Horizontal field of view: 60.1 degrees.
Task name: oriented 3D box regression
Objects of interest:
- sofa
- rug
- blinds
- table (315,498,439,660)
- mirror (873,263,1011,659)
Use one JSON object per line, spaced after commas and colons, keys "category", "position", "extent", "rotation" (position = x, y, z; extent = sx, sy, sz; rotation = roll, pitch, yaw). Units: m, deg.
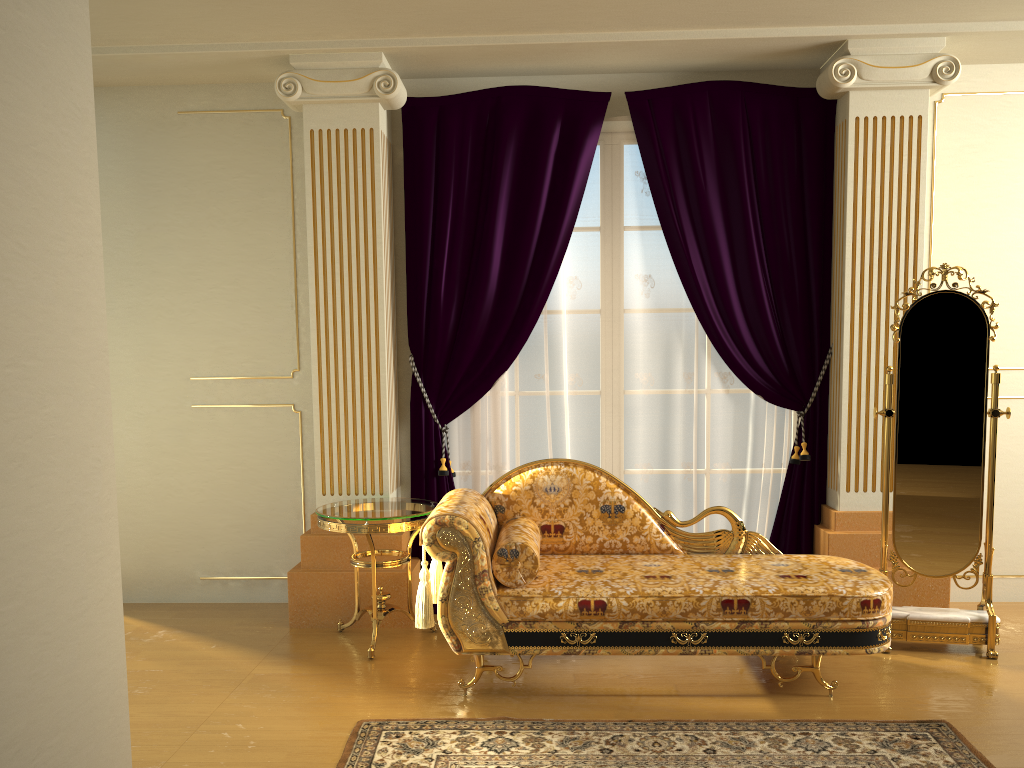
{"category": "sofa", "position": [0.579, 0.770, 3.660], "extent": [1.893, 0.876, 0.690], "rotation": [-1, 4, 2]}
{"category": "rug", "position": [0.435, 1.254, 1.676], "extent": [2.117, 0.017, 3.064], "rotation": [-1, 2, 2]}
{"category": "blinds", "position": [0.537, -0.144, 4.535], "extent": [2.235, 2.669, 0.337], "rotation": [0, 6, 3]}
{"category": "table", "position": [-0.612, 0.890, 4.117], "extent": [0.569, 0.647, 0.570], "rotation": [-4, 5, -43]}
{"category": "mirror", "position": [1.866, 0.332, 3.867], "extent": [0.541, 1.710, 0.241], "rotation": [0, 6, 12]}
